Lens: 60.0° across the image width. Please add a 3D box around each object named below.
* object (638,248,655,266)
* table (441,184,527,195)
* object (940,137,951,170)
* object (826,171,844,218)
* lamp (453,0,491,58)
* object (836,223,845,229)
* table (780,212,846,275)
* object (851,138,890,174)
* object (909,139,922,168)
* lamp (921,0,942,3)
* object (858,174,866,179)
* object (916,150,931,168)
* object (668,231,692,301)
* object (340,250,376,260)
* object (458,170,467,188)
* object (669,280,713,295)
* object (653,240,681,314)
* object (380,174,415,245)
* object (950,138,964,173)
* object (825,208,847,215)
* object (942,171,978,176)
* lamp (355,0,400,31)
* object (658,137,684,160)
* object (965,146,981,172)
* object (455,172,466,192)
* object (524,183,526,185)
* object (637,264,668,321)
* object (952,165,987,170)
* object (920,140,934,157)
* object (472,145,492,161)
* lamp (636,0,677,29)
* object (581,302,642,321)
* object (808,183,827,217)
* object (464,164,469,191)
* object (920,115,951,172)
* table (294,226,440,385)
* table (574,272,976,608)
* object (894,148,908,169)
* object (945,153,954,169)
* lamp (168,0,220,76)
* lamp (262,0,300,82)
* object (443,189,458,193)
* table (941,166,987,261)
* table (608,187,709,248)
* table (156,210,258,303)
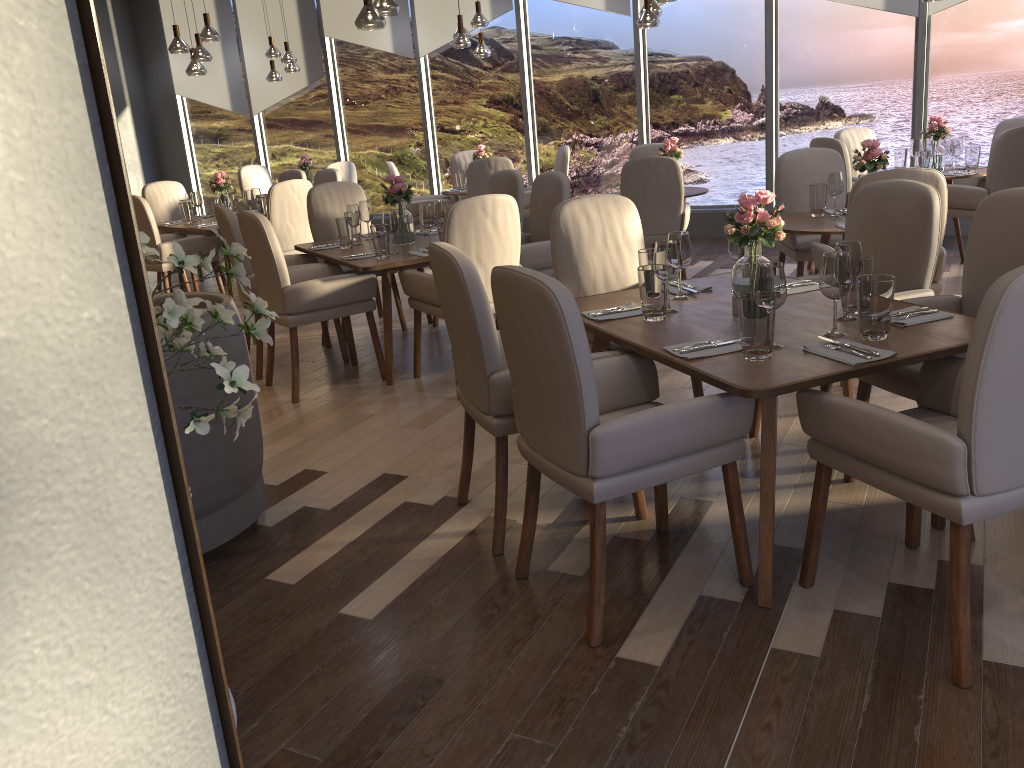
[{"bbox_3d":[0.522,-0.409,3.292,0.102,0.177,0.103,-2,16,9],"label":"object"},{"bbox_3d":[-0.243,-1.577,8.662,0.834,0.656,0.840,4,19,26],"label":"table"},{"bbox_3d":[3.287,-1.751,6.732,0.092,0.242,0.093,4,18,30],"label":"object"},{"bbox_3d":[1.775,-1.041,4.875,0.092,0.242,0.093,1,17,22],"label":"object"},{"bbox_3d":[-0.421,-3.673,8.083,0.439,1.315,0.443,1,17,21],"label":"lamp"},{"bbox_3d":[1.756,-0.818,4.539,0.157,0.019,0.257,-4,17,4],"label":"object"},{"bbox_3d":[1.823,-0.574,4.878,0.833,0.656,0.841,-4,17,3],"label":"table"},{"bbox_3d":[1.927,-1.109,4.766,0.210,0.412,0.199,-9,16,-13],"label":"object"},{"bbox_3d":[3.077,-1.740,6.756,0.092,0.242,0.093,-2,16,9],"label":"object"},{"bbox_3d":[3.049,-3.369,6.150,0.439,1.315,0.443,-6,16,-4],"label":"lamp"},{"bbox_3d":[1.846,-0.973,4.634,0.092,0.242,0.093,-9,16,-15],"label":"object"},{"bbox_3d":[2.995,-1.607,6.461,0.102,0.177,0.103,-5,16,1],"label":"object"},{"bbox_3d":[0.609,-0.428,3.220,0.092,0.242,0.093,4,18,30],"label":"object"},{"bbox_3d":[-0.820,-0.722,4.930,0.256,0.019,0.158,-14,19,-26],"label":"object"},{"bbox_3d":[-0.471,-2.022,8.749,0.102,0.177,0.103,-14,19,-30],"label":"object"},{"bbox_3d":[0.664,-0.373,3.403,0.157,0.019,0.257,-10,18,-16],"label":"object"},{"bbox_3d":[0.533,-0.367,3.044,0.092,0.242,0.093,2,17,23],"label":"object"},{"bbox_3d":[-0.667,-1.037,5.250,0.210,0.412,0.199,-9,16,-13],"label":"object"},{"bbox_3d":[3.264,-1.680,6.512,0.092,0.242,0.093,-14,18,-30],"label":"object"},{"bbox_3d":[1.881,-0.983,5.033,0.157,0.019,0.257,-4,17,3],"label":"object"},{"bbox_3d":[3.213,-1.522,6.395,0.157,0.019,0.257,-8,18,-11],"label":"object"},{"bbox_3d":[-0.796,-2.619,4.808,0.440,1.315,0.442,5,19,32],"label":"lamp"},{"bbox_3d":[1.222,-1.683,6.798,0.210,0.412,0.199,-5,16,1],"label":"object"},{"bbox_3d":[3.350,-1.634,6.451,0.102,0.177,0.102,-16,19,-34],"label":"object"},{"bbox_3d":[-0.480,-1.912,8.398,0.102,0.177,0.103,-8,16,-10],"label":"object"},{"bbox_3d":[0.009,-1.930,8.586,0.255,0.019,0.159,-6,17,-3],"label":"object"},{"bbox_3d":[0.475,-0.304,2.967,0.102,0.177,0.103,0,17,18],"label":"object"},{"bbox_3d":[3.455,-1.642,6.714,0.255,0.019,0.158,-10,18,-16],"label":"object"},{"bbox_3d":[3.057,-1.669,6.535,0.092,0.242,0.093,-2,16,9],"label":"object"},{"bbox_3d":[-0.282,-2.091,8.523,0.198,0.412,0.212,3,18,25],"label":"object"},{"bbox_3d":[0.971,-3.266,6.393,0.440,1.315,0.442,4,18,30],"label":"lamp"},{"bbox_3d":[0.383,-0.260,3.119,0.255,0.019,0.158,-10,18,-17],"label":"object"},{"bbox_3d":[1.715,-1.032,4.971,0.102,0.177,0.103,-2,16,9],"label":"object"},{"bbox_3d":[-0.405,-1.973,8.462,0.092,0.242,0.093,-13,18,-25],"label":"object"},{"bbox_3d":[3.166,-1.793,6.617,0.198,0.412,0.211,-12,17,-23],"label":"object"},{"bbox_3d":[-0.638,-0.524,5.389,0.967,0.660,1.314,-14,19,-27],"label":"table"},{"bbox_3d":[0.816,0.088,3.026,0.966,0.660,1.316,-11,18,-20],"label":"table"},{"bbox_3d":[2.999,-1.725,6.837,0.102,0.177,0.103,11,23,44],"label":"object"},{"bbox_3d":[3.353,-1.751,6.825,0.102,0.177,0.103,8,20,38],"label":"object"},{"bbox_3d":[-2.637,-3.196,7.165,0.440,1.315,0.442,-11,17,-22],"label":"lamp"},{"bbox_3d":[-2.515,-3.909,9.417,0.439,1.315,0.443,3,18,27],"label":"lamp"},{"bbox_3d":[-0.544,-1.876,8.566,0.255,0.019,0.159,-7,17,-6],"label":"object"},{"bbox_3d":[3.210,-1.276,6.744,0.834,0.656,0.841,0,17,15],"label":"table"},{"bbox_3d":[1.126,-1.167,6.971,0.834,0.656,0.840,-8,17,-11],"label":"table"},{"bbox_3d":[-2.446,-1.112,7.772,1.311,0.660,0.970,12,23,43],"label":"table"}]
